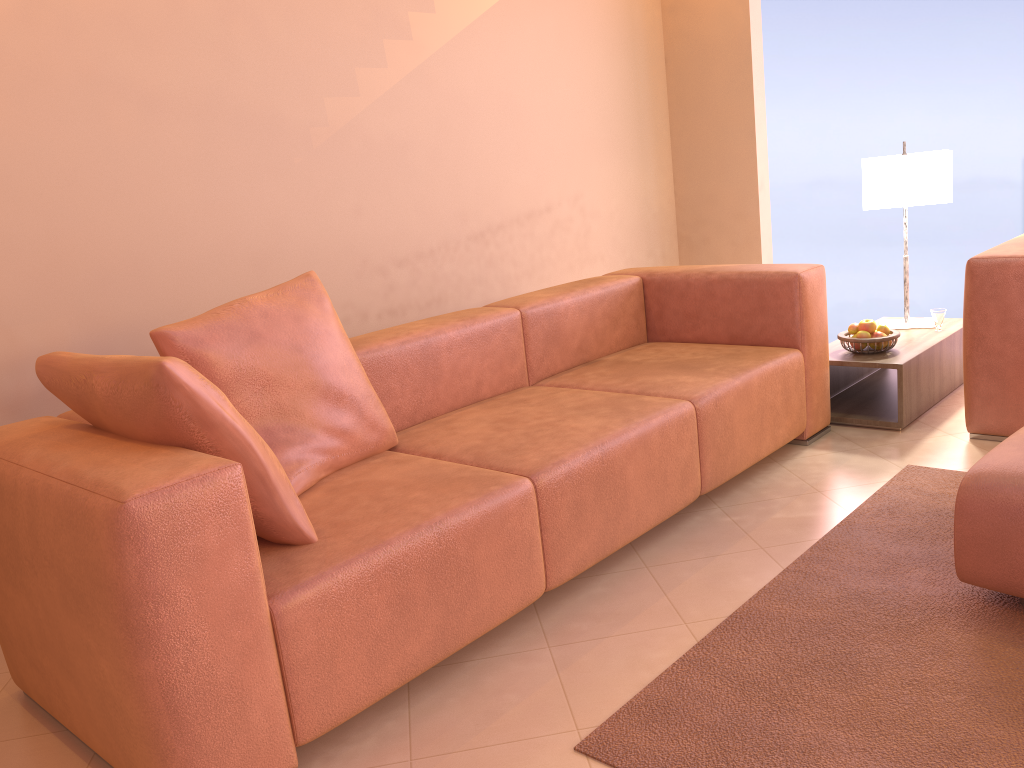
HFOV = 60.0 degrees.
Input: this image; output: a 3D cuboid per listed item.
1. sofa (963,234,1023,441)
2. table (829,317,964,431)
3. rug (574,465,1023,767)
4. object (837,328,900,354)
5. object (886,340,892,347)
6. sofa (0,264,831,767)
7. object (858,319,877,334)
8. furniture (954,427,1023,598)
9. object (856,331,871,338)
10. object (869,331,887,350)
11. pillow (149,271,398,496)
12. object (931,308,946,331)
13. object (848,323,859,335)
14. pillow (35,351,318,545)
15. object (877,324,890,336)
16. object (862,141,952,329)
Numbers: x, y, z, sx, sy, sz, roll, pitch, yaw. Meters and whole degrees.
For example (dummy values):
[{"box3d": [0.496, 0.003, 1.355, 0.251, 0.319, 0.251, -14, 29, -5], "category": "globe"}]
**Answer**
[{"box3d": [2.910, -0.140, 2.544, 2.781, 0.672, 0.943, 5, 17, 43], "category": "sofa"}, {"box3d": [1.625, -0.067, 3.790, 0.412, 0.268, 0.918, 5, 17, 43], "category": "table"}, {"box3d": [1.698, 0.585, 1.489, 2.626, 0.005, 1.833, 5, 17, 43], "category": "rug"}, {"box3d": [1.435, -0.169, 3.568, 0.235, 0.071, 0.235, 3, 16, 35], "category": "object"}, {"box3d": [1.497, -0.170, 3.552, 0.046, 0.046, 0.055, -2, 14, 21], "category": "object"}, {"box3d": [-0.020, 0.147, 2.773, 0.943, 0.672, 2.781, 5, 17, 43], "category": "sofa"}, {"box3d": [1.417, -0.225, 3.538, 0.069, 0.061, 0.068, -5, 13, 5], "category": "object"}, {"box3d": [1.686, 0.313, 1.791, 0.685, 0.301, 1.291, -18, 17, -40], "category": "furniture"}, {"box3d": [1.390, -0.188, 3.509, 0.055, 0.047, 0.045, -2, 14, 20], "category": "object"}, {"box3d": [1.449, -0.172, 3.513, 0.072, 0.076, 0.074, -16, 16, -35], "category": "object"}, {"box3d": [-0.602, -0.004, 2.337, 0.302, 0.528, 0.582, 0, 14, 27], "category": "pillow"}, {"box3d": [1.816, -0.271, 3.776, 0.061, 0.091, 0.061, -8, 13, -5], "category": "object"}, {"box3d": [1.381, -0.222, 3.578, 0.047, 0.046, 0.054, 1, 15, 29], "category": "object"}, {"box3d": [-0.717, 0.140, 1.948, 0.554, 0.486, 0.335, 4, 17, 39], "category": "pillow"}, {"box3d": [1.481, -0.214, 3.537, 0.051, 0.053, 0.045, -12, 14, -22], "category": "object"}, {"box3d": [1.733, -0.656, 3.903, 0.344, 0.799, 0.344, -1, 14, 22], "category": "object"}]
